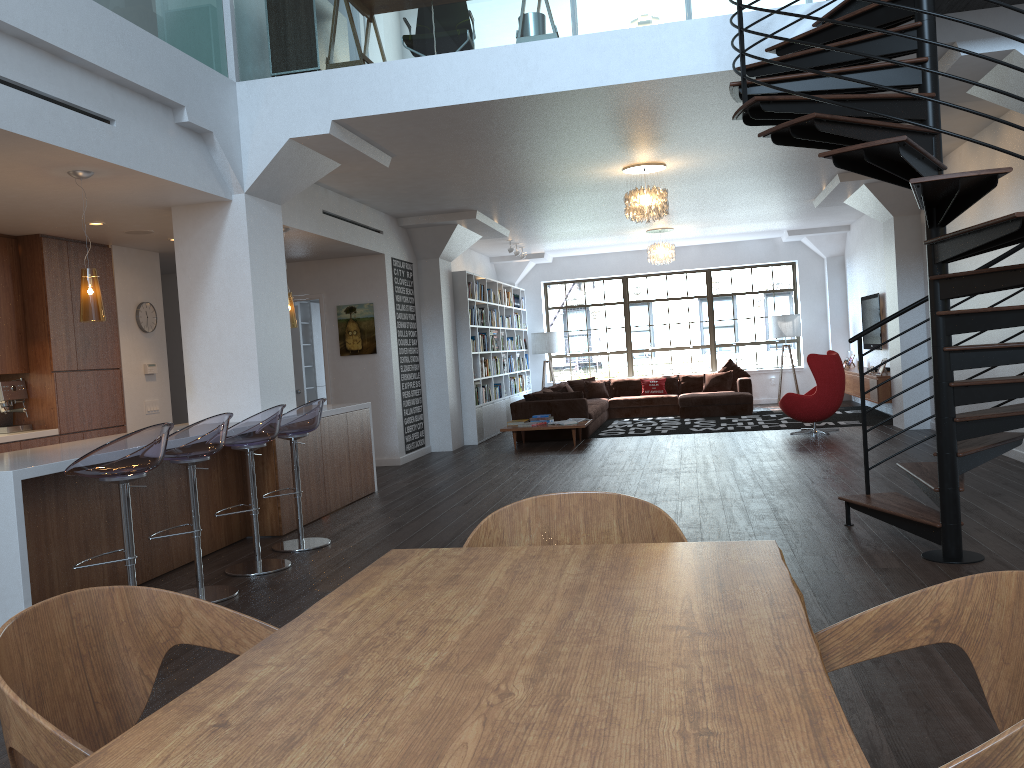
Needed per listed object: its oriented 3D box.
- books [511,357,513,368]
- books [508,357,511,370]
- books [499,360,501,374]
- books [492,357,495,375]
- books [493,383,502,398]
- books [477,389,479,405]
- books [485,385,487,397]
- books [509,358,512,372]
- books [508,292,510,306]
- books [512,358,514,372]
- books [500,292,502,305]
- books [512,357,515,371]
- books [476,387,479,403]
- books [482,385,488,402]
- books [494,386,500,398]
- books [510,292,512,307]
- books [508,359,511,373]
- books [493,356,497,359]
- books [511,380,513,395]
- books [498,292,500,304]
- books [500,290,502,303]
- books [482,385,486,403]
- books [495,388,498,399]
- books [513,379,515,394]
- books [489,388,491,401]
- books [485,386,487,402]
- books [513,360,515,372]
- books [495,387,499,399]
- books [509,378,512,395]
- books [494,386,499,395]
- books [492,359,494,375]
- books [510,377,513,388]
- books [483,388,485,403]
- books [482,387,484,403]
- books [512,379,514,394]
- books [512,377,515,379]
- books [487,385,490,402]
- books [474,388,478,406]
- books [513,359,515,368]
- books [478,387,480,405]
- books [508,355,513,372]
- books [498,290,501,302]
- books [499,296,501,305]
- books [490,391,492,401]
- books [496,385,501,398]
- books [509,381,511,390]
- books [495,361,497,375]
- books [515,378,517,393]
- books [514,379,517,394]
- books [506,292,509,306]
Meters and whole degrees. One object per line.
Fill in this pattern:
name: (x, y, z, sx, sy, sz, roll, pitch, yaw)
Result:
books: (-0.083, -0.344, 15.181, 0.176, 0.293, 0.125, -3, 2, 11)
books: (-0.122, -0.316, 14.972, 0.182, 0.255, 0.077, -3, 2, 11)
books: (-0.265, -0.265, 14.218, 0.161, 0.223, 0.026, -4, 2, 11)
books: (-0.367, -0.275, 13.734, 0.176, 0.290, 0.053, -4, 2, 11)
books: (-0.239, 0.107, 14.262, 0.140, 0.231, 0.042, -3, 2, 11)
books: (-0.561, 0.191, 12.592, 0.161, 0.223, 0.032, -3, 2, 11)
books: (-0.460, 0.151, 13.173, 0.160, 0.251, 0.039, -3, 2, 11)
books: (-0.102, -0.317, 15.016, 0.182, 0.253, 0.098, -3, 2, 11)
books: (-0.137, -1.450, 15.253, 0.183, 0.253, 0.034, -3, 2, 11)
books: (-0.059, -0.325, 15.267, 0.174, 0.242, 0.105, -3, 2, 11)
books: (-0.257, -1.403, 14.607, 0.161, 0.223, 0.032, -3, 2, 11)
books: (-0.052, -0.331, 15.319, 0.170, 0.251, 0.118, -3, 2, 11)
books: (-0.569, 0.176, 12.630, 0.183, 0.253, 0.042, -3, 2, 11)
books: (-0.455, 0.144, 13.212, 0.180, 0.259, 0.042, -3, 2, 11)
books: (-0.276, 0.131, 14.072, 0.146, 0.202, 0.027, -3, 2, 11)
books: (-0.100, -1.458, 15.419, 0.183, 0.253, 0.034, -3, 2, 11)
books: (-0.123, -0.309, 14.932, 0.174, 0.243, 0.085, -3, 2, 11)
books: (-0.316, -0.287, 14.002, 0.176, 0.290, 0.036, -4, 2, 11)
books: (-0.079, 0.060, 15.028, 0.160, 0.250, 0.026, -4, 2, 11)
books: (-0.296, -1.401, 14.445, 0.174, 0.236, 0.136, -4, 2, 11)
books: (-0.257, -1.418, 14.643, 0.160, 0.251, 0.039, -3, 2, 11)
books: (-0.483, 0.153, 13.063, 0.183, 0.253, 0.042, -3, 2, 11)
books: (-0.285, 0.154, 13.934, 0.107, 0.167, 0.017, -3, 2, 11)
books: (-0.054, 0.052, 15.167, 0.183, 0.253, 0.034, -4, 2, 11)
books: (-0.415, 0.148, 13.385, 0.174, 0.236, 0.142, -4, 2, 11)
books: (-0.465, 0.154, 13.134, 0.171, 0.246, 0.039, -3, 2, 11)
books: (-0.045, -0.331, 15.362, 0.159, 0.248, 0.089, -3, 2, 11)
books: (-0.279, 0.145, 14.010, 0.128, 0.178, 0.021, -3, 2, 11)
books: (-0.104, 0.046, 14.985, 0.198, 0.284, 0.066, -4, 2, 11)
books: (-0.276, 0.137, 14.039, 0.139, 0.191, 0.036, -3, 2, 11)
books: (-0.372, -0.252, 13.670, 0.160, 0.250, 0.026, -4, 2, 11)
books: (-0.074, 0.038, 15.092, 0.176, 0.290, 0.053, -4, 2, 11)
books: (-0.490, 0.172, 12.995, 0.161, 0.223, 0.033, -3, 2, 11)
books: (-0.505, 0.171, 12.953, 0.176, 0.231, 0.053, -3, 2, 11)
books: (-0.064, 0.054, 15.135, 0.183, 0.253, 0.034, -4, 2, 11)
books: (-0.024, 0.025, 15.360, 0.176, 0.290, 0.036, -4, 2, 11)
books: (-0.432, 0.143, 13.296, 0.183, 0.253, 0.042, -3, 2, 11)
books: (-0.580, 0.187, 12.518, 0.174, 0.240, 0.054, -3, 2, 11)
books: (-0.030, -0.320, 15.391, 0.161, 0.222, 0.084, -3, 2, 11)
books: (-0.552, 0.172, 12.711, 0.180, 0.251, 0.048, -3, 2, 11)
books: (-0.099, -0.340, 15.121, 0.197, 0.290, 0.136, -3, 2, 11)
books: (-0.273, -1.415, 14.578, 0.160, 0.251, 0.031, -3, 2, 11)
books: (-0.277, -1.390, 14.498, 0.161, 0.207, 0.130, -4, 2, 11)
books: (-0.396, 0.159, 13.439, 0.161, 0.207, 0.135, -4, 2, 11)
books: (-0.250, 0.126, 14.178, 0.146, 0.202, 0.027, -3, 2, 11)
books: (-0.111, 0.075, 14.935, 0.168, 0.231, 0.037, -4, 2, 11)
books: (-0.329, -0.249, 13.895, 0.161, 0.223, 0.027, -4, 2, 11)
books: (-0.012, 0.038, 15.407, 0.180, 0.259, 0.060, -4, 2, 11)
books: (-0.020, 0.045, 15.324, 0.183, 0.253, 0.034, -4, 2, 11)
books: (-0.150, -1.442, 15.172, 0.171, 0.246, 0.057, -3, 2, 11)
